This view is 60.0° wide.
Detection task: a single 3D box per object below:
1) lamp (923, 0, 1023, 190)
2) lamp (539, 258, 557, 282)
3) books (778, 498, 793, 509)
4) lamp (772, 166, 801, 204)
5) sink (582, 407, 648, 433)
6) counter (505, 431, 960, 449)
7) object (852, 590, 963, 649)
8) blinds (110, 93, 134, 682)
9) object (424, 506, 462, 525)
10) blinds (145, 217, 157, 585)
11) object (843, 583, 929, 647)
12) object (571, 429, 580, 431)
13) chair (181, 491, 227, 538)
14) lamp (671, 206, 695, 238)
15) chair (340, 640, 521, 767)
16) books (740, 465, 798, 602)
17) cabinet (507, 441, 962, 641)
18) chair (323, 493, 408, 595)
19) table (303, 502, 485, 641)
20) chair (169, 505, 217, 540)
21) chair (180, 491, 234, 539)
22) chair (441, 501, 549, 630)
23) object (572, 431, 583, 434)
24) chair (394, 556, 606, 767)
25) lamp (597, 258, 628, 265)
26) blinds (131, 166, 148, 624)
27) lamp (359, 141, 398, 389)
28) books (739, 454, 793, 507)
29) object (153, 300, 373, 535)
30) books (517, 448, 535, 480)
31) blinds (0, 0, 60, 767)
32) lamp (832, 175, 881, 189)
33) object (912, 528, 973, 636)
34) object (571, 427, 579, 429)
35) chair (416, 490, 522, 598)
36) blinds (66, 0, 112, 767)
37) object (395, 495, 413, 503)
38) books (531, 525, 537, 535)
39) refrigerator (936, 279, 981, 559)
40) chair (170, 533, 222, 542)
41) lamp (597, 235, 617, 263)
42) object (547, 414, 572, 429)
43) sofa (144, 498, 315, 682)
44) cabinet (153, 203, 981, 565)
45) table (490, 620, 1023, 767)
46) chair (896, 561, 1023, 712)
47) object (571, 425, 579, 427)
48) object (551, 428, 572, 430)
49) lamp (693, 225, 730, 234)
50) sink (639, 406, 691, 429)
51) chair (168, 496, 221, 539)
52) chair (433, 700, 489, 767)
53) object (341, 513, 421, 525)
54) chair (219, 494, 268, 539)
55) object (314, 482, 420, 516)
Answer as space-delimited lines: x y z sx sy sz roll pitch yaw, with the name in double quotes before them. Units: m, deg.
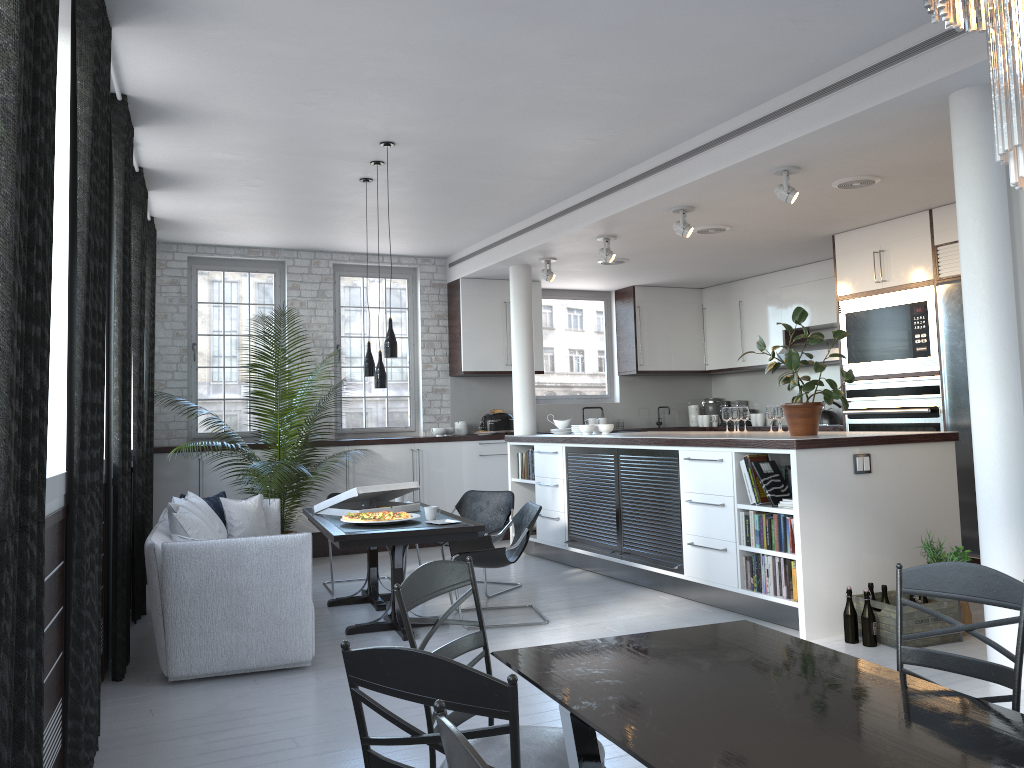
"lamp" 1.002 -1.113 1.038 0.440 1.630 1.269 0 -4 -20
"lamp" 0.373 -1.166 9.138 0.183 0.239 0.182 0 -4 -22
"books" 1.827 0.748 5.579 0.272 0.054 0.204 0 -3 -30
"lamp" 1.862 -1.332 5.994 0.183 0.239 0.182 0 -4 -22
"sink" 0.997 0.495 9.273 0.648 0.520 0.545 0 -4 -25
"counter" 1.470 0.458 7.552 1.446 0.061 4.190 -1 -2 -25
"object" 2.353 1.394 5.294 0.455 0.249 0.388 -1 -3 -20
"blinds" -2.312 -0.002 5.264 0.099 3.323 0.621 0 -5 -19
"object" -0.482 0.869 5.865 0.175 0.097 0.301 0 -3 -35
"blinds" -3.370 0.144 8.224 0.102 3.323 0.621 0 -5 -19
"object" 2.242 1.358 5.245 0.556 0.325 0.288 -2 -4 1
"object" 0.711 0.468 8.901 0.235 0.041 0.235 0 -3 -26
"chair" -2.260 1.021 6.443 0.375 0.466 0.564 0 -3 -18
"lamp" 1.366 -1.277 7.042 0.183 0.239 0.182 0 -4 -22
"chair" -0.063 0.979 1.829 0.495 0.967 0.502 -4 -5 32
"books" 1.845 0.941 5.740 0.492 0.800 0.539 0 -4 -25
"cabinet" 1.491 1.046 7.496 1.500 1.174 4.160 0 -3 -25
"chair" -1.262 1.320 7.470 0.671 0.780 0.663 0 -4 -20
"table" -0.922 1.303 6.388 0.959 0.705 1.913 -1 -3 -19
"chair" -1.953 0.992 5.537 0.360 0.438 0.528 -1 -3 -17
"chair" -2.393 1.077 6.869 0.333 0.500 0.623 -3 -3 15
"chair" -0.133 1.237 6.174 0.665 0.780 0.669 -1 -4 -10
"object" 0.712 0.486 8.900 0.235 0.041 0.235 0 -3 -30
"chair" -0.005 1.004 2.519 0.503 0.967 0.495 -4 -5 28
"lamp" 1.063 -1.289 9.345 0.328 0.025 0.328 -4 -3 40
"blinds" -2.830 0.071 6.747 0.111 3.323 0.737 0 -5 -19
"lamp" -0.991 -0.894 6.564 0.114 1.858 1.052 0 -4 -18
"books" 1.670 0.625 5.805 0.186 0.329 0.322 0 -4 -25
"object" -2.444 0.503 8.566 1.921 2.630 2.395 -3 -4 22
"books" 0.258 0.790 8.883 0.253 0.324 0.508 0 -3 -25
"blinds" -1.310 -0.143 2.388 0.088 3.323 0.621 0 -5 -19
"lamp" 2.473 -1.446 6.367 0.328 0.025 0.328 0 -3 -27
"object" 2.665 1.207 5.468 0.344 0.622 0.211 -4 -5 33
"object" 0.711 0.450 8.902 0.235 0.041 0.235 0 -3 -33
"chair" -0.330 1.282 7.198 0.670 0.780 0.663 -4 -4 30
"blinds" -1.827 -0.071 3.836 0.102 3.323 0.621 0 -5 -19
"object" -0.913 0.932 7.216 0.204 0.099 0.175 -1 -3 -20
"books" 0.298 1.342 8.870 0.293 0.325 0.471 0 -3 -28
"refrigerator" 3.880 0.231 6.377 0.190 2.201 1.750 0 -4 -25
"chair" -1.728 1.046 5.038 0.467 0.396 0.234 -4 -4 33
"lamp" 0.869 -1.221 8.090 0.183 0.239 0.182 0 -4 -22
"object" 0.499 0.398 9.161 0.269 0.173 0.130 -2 -4 4
"sofa" -1.929 1.283 6.013 0.920 0.773 2.650 -1 -3 -19
"cabinet" 0.928 0.142 7.472 7.228 3.009 7.282 0 -3 -25
"table" 0.712 1.079 1.793 0.891 0.698 1.991 0 -3 -21
"chair" 1.029 0.963 2.226 0.503 0.967 0.495 0 -4 -25
"object" 0.711 0.432 8.904 0.235 0.041 0.235 -2 -2 16
"object" 0.527 0.476 9.154 0.261 0.028 0.261 0 -3 -38
"lamp" 1.768 -1.367 7.857 0.328 0.025 0.327 -1 -2 -20
"sink" 1.920 0.493 11.317 0.916 0.414 0.432 0 -4 -25
"chair" -2.109 1.020 5.982 0.392 0.507 0.596 0 -3 -18
"chair" 0.166 0.950 1.261 0.503 0.967 0.495 0 -4 -21
"object" -0.879 0.914 5.945 0.532 0.042 0.531 0 -3 -28
"chair" -2.120 1.102 7.065 0.219 0.439 0.457 -4 -4 34
"object" -1.089 0.859 6.696 0.586 0.216 0.590 -4 -3 44
